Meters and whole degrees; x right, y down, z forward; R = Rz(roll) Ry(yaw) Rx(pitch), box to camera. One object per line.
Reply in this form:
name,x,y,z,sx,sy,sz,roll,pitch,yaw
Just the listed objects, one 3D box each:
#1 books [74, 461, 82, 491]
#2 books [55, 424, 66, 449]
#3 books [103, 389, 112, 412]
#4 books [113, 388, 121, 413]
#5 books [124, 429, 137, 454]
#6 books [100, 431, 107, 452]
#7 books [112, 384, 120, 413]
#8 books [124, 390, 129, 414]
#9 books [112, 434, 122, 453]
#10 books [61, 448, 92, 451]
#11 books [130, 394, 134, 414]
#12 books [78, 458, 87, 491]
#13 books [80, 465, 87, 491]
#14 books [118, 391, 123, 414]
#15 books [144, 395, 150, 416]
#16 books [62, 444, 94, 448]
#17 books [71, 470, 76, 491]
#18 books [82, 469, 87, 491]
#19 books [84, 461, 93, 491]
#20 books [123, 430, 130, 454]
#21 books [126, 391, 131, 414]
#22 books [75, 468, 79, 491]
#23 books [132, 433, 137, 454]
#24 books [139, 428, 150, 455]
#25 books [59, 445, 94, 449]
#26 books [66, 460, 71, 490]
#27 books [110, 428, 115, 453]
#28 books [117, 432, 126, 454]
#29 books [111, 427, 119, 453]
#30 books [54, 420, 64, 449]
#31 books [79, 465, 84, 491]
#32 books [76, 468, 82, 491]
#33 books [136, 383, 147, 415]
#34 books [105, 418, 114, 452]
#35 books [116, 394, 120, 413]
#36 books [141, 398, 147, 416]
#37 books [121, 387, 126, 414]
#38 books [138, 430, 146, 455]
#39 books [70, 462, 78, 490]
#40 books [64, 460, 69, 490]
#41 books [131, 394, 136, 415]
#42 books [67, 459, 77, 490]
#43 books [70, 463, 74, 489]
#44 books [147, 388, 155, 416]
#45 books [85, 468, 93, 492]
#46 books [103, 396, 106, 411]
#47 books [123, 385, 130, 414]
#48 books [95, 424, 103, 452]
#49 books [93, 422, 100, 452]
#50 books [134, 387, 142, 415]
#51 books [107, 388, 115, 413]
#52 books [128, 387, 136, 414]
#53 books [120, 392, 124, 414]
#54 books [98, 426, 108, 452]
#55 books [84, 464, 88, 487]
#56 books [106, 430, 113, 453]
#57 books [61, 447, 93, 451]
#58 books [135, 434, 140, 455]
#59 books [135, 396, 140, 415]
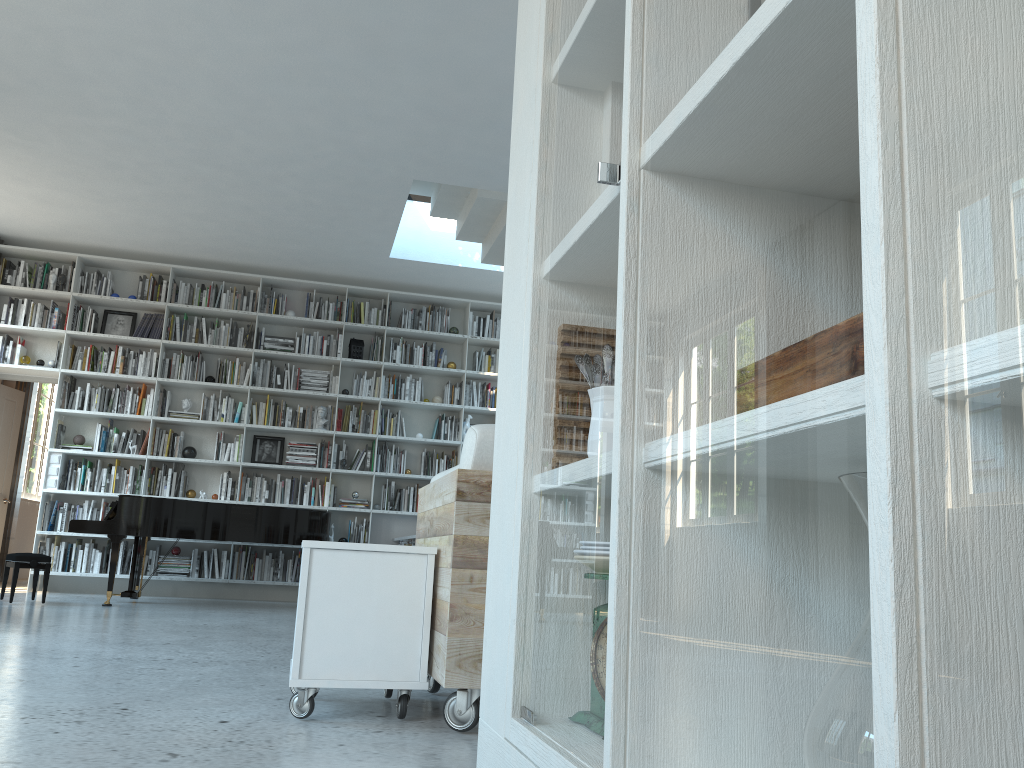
books,-4.021,0.862,8.223,0.008,0.279,0.164,5,-11,-13
books,-4.201,0.504,8.249,0.028,0.242,0.157,5,-11,-13
books,-3.824,0.179,8.396,0.023,0.242,0.185,5,-11,-13
books,-3.746,0.181,8.425,0.021,0.256,0.156,5,-11,-13
books,-3.604,0.555,8.381,0.060,0.255,0.158,5,-11,-13
books,-3.812,0.554,8.309,0.029,0.207,0.190,5,-11,-13
books,-3.759,0.157,8.415,0.013,0.299,0.152,5,-11,-13
books,-3.664,0.193,8.447,0.011,0.251,0.139,5,-11,-13
books,-3.712,0.573,8.332,0.029,0.189,0.189,5,-11,-13
books,-4.048,0.622,8.272,0.254,0.012,0.161,5,-12,-12
books,-3.611,0.214,8.450,0.012,0.217,0.160,5,-11,-13
books,-3.986,0.849,8.237,0.006,0.314,0.146,5,-11,-13
books,-3.963,0.882,8.219,0.009,0.244,0.185,5,-11,-13
books,-3.707,0.196,8.417,0.013,0.228,0.177,5,-11,-13
books,-3.479,0.223,8.479,0.031,0.223,0.145,5,-11,-13
books,-4.047,0.586,8.279,0.254,0.012,0.161,5,-12,-12
books,-4.032,0.901,8.192,0.019,0.189,0.193,5,-11,-13
books,-3.959,0.906,8.249,0.016,0.210,0.146,5,-11,-13
books,-3.930,0.865,8.230,0.007,0.285,0.182,5,-11,-13
books,-3.643,0.561,8.385,0.013,0.241,0.141,5,-11,-13
books,-3.648,0.201,8.459,0.028,0.242,0.132,5,-11,-13
books,-4.014,0.894,8.225,0.015,0.218,0.176,5,-11,-13
books,-3.559,0.581,8.379,0.030,0.207,0.172,5,-11,-13
books,-3.450,0.553,8.383,0.082,0.276,0.229,5,-11,-13
books,-4.046,0.597,8.270,0.285,0.012,0.160,5,-12,-9
books,-4.097,0.853,8.220,0.016,0.289,0.153,5,-11,-13
books,-3.753,0.546,8.359,0.022,0.248,0.129,5,-11,-13
books,-3.678,0.571,8.375,0.056,0.214,0.143,5,-11,-13
books,-3.733,0.544,8.345,0.011,0.250,0.172,5,-11,-13
books,-4.222,0.483,8.258,0.012,0.284,0.160,5,-11,-13
books,-3.977,0.885,8.230,0.014,0.242,0.171,5,-11,-13
books,-3.996,0.894,8.216,0.015,0.216,0.180,5,-11,-13
books,-3.537,0.167,8.471,0.035,0.325,0.170,5,-11,-13
books,-3.797,0.499,8.357,0.011,0.335,0.153,5,-11,-13
books,-3.727,0.209,8.425,0.021,0.204,0.130,5,-11,-13
books,-3.510,0.240,8.468,0.030,0.183,0.152,5,-11,-13
books,-3.682,0.179,8.434,0.012,0.271,0.145,5,-11,-13
books,-3.510,0.567,8.407,0.021,0.251,0.154,5,-11,-13
books,-4.046,0.866,8.211,0.007,0.263,0.177,5,-11,-13
books,-4.109,0.854,8.219,0.008,0.284,0.160,5,-11,-13
books,-3.596,0.214,8.458,0.021,0.220,0.149,5,-11,-13
books,-4.080,0.851,8.217,0.014,0.293,0.171,5,-11,-13
books,-4.065,0.872,8.226,0.022,0.256,0.141,5,-11,-13
books,-3.451,0.196,8.496,0.027,0.285,0.148,5,-11,-13
books,-3.922,0.900,8.232,0.015,0.218,0.190,5,-11,-13
books,-3.845,0.199,8.406,0.010,0.204,0.139,5,-11,-13
books,-3.674,0.167,8.454,0.011,0.303,0.130,5,-11,-13
books,-3.871,0.521,8.323,0.024,0.272,0.150,5,-11,-13
books,-3.889,0.513,8.321,0.012,0.284,0.160,5,-11,-13
books,-3.578,0.182,8.473,0.015,0.292,0.144,5,-11,-13
books,-3.793,0.179,8.422,0.048,0.256,0.142,5,-11,-13
books,-3.619,0.182,8.439,0.015,0.274,0.157,5,-11,-13
books,-3.697,0.200,8.431,0.013,0.227,0.152,5,-11,-13
books,-3.847,0.533,8.335,0.031,0.255,0.143,5,-11,-13
books,-3.943,0.873,8.250,0.009,0.277,0.158,5,-11,-13
books,-3.781,0.553,8.358,0.030,0.231,0.148,5,-11,-13
books,-4.047,0.609,8.270,0.254,0.012,0.161,6,-12,-16
books,-3.534,0.585,8.395,0.027,0.209,0.144,5,-11,-13
books,-3.564,0.224,8.454,0.013,0.203,0.162,5,-11,-13
